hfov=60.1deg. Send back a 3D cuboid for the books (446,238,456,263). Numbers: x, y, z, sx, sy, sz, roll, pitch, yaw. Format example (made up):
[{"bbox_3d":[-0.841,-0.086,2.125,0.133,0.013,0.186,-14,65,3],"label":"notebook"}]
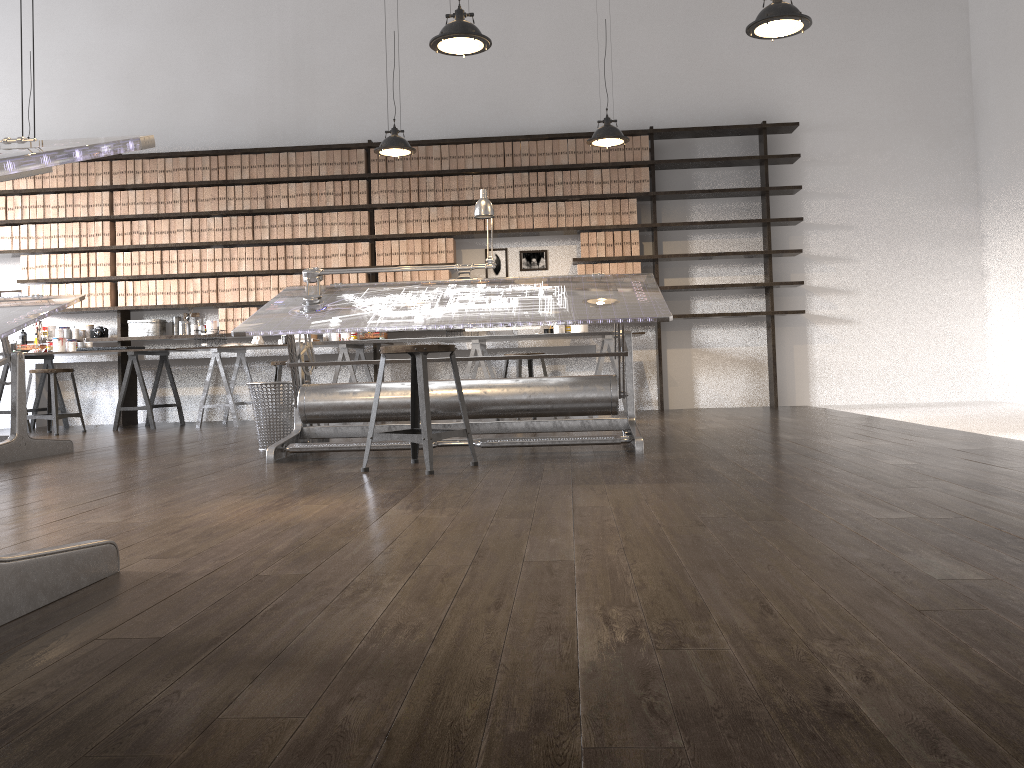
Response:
[{"bbox_3d":[-0.539,-1.167,7.843,0.067,0.226,0.174,-2,-1,4],"label":"books"}]

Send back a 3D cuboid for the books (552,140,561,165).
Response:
[{"bbox_3d":[0.395,-2.021,7.810,0.067,0.226,0.174,-2,-1,4],"label":"books"}]

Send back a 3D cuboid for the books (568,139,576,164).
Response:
[{"bbox_3d":[0.530,-2.025,7.798,0.067,0.226,0.174,-2,-1,4],"label":"books"}]

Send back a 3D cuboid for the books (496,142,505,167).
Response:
[{"bbox_3d":[-0.100,-2.005,7.842,0.067,0.226,0.174,-2,-1,4],"label":"books"}]

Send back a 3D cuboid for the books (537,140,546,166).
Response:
[{"bbox_3d":[0.261,-2.017,7.819,0.067,0.226,0.174,-2,-1,4],"label":"books"}]

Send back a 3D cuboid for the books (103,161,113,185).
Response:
[{"bbox_3d":[-3.644,-1.897,8.053,0.067,0.226,0.174,-2,-1,4],"label":"books"}]

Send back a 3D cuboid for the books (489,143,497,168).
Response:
[{"bbox_3d":[-0.166,-2.003,7.844,0.067,0.226,0.174,-2,-1,4],"label":"books"}]

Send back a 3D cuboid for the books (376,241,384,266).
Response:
[{"bbox_3d":[-1.160,-1.148,7.881,0.067,0.226,0.174,-2,-1,4],"label":"books"}]

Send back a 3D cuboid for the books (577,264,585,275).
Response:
[{"bbox_3d":[0.608,-0.927,7.758,0.067,0.226,0.174,-2,-1,4],"label":"books"}]

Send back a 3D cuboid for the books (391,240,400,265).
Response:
[{"bbox_3d":[-1.020,-1.153,7.867,0.067,0.226,0.174,-2,-1,4],"label":"books"}]

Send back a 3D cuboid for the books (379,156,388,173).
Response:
[{"bbox_3d":[-1.139,-1.974,7.900,0.067,0.226,0.174,-2,-1,4],"label":"books"}]

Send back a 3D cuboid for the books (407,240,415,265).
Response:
[{"bbox_3d":[-0.885,-1.157,7.862,0.067,0.226,0.174,-2,-1,4],"label":"books"}]

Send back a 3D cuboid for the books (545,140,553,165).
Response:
[{"bbox_3d":[0.328,-2.018,7.809,0.067,0.226,0.174,-2,-1,4],"label":"books"}]

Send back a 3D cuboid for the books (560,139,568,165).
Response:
[{"bbox_3d":[0.457,-2.022,7.805,0.067,0.226,0.174,-2,-1,4],"label":"books"}]

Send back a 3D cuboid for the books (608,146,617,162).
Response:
[{"bbox_3d":[0.883,-2.035,7.775,0.067,0.226,0.174,-2,-1,4],"label":"books"}]

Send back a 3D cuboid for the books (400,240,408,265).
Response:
[{"bbox_3d":[-0.948,-1.155,7.865,0.067,0.226,0.174,-2,-1,4],"label":"books"}]

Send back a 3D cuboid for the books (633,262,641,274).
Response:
[{"bbox_3d":[1.089,-0.942,7.733,0.067,0.226,0.174,-2,-1,4],"label":"books"}]

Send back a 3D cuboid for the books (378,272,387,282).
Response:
[{"bbox_3d":[-1.134,-0.874,7.871,0.067,0.226,0.174,-2,-1,4],"label":"books"}]

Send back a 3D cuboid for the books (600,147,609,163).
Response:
[{"bbox_3d":[0.811,-2.033,7.779,0.067,0.226,0.174,-2,-1,4],"label":"books"}]

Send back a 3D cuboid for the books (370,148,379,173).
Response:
[{"bbox_3d":[-1.212,-1.971,7.910,0.067,0.226,0.174,-2,-1,4],"label":"books"}]

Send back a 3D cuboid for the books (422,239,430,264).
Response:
[{"bbox_3d":[-0.751,-1.161,7.855,0.067,0.226,0.174,-2,-1,4],"label":"books"}]

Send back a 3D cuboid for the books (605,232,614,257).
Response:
[{"bbox_3d":[0.849,-1.210,7.758,0.067,0.226,0.174,-2,-1,4],"label":"books"}]

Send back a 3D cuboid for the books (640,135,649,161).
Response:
[{"bbox_3d":[1.160,-2.044,7.761,0.067,0.226,0.174,-2,-1,4],"label":"books"}]

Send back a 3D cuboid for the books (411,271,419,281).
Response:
[{"bbox_3d":[-0.844,-0.883,7.852,0.067,0.226,0.174,-2,-1,4],"label":"books"}]

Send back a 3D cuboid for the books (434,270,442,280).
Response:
[{"bbox_3d":[-0.639,-0.889,7.838,0.067,0.226,0.174,-2,-1,4],"label":"books"}]

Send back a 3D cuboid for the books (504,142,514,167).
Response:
[{"bbox_3d":[-0.027,-2.008,7.832,0.067,0.226,0.174,-2,-1,4],"label":"books"}]

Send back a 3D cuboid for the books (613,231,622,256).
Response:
[{"bbox_3d":[0.924,-1.212,7.748,0.067,0.226,0.174,-2,-1,4],"label":"books"}]

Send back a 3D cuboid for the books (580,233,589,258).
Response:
[{"bbox_3d":[0.637,-1.203,7.770,0.067,0.226,0.174,-2,-1,4],"label":"books"}]

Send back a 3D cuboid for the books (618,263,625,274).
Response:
[{"bbox_3d":[0.956,-0.938,7.736,0.067,0.226,0.174,-2,-1,4],"label":"books"}]

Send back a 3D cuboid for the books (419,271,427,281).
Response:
[{"bbox_3d":[-0.773,-0.885,7.848,0.067,0.226,0.174,-2,-1,4],"label":"books"}]

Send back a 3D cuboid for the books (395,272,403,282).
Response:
[{"bbox_3d":[-0.985,-0.878,7.862,0.067,0.226,0.174,-2,-1,4],"label":"books"}]

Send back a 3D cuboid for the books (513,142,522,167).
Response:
[{"bbox_3d":[0.049,-2.010,7.833,0.067,0.226,0.174,-2,-1,4],"label":"books"}]

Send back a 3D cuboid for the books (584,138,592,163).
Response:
[{"bbox_3d":[0.670,-2.029,7.795,0.067,0.226,0.174,-2,-1,4],"label":"books"}]

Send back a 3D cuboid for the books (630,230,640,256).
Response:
[{"bbox_3d":[1.074,-1.217,7.742,0.067,0.226,0.174,-2,-1,4],"label":"books"}]

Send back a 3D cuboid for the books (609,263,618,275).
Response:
[{"bbox_3d":[0.890,-0.936,7.740,0.067,0.226,0.174,-2,-1,4],"label":"books"}]

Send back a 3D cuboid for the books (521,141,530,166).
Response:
[{"bbox_3d":[0.119,-2.012,7.824,0.067,0.226,0.174,-2,-1,4],"label":"books"}]

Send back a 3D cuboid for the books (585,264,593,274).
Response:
[{"bbox_3d":[0.678,-0.929,7.758,0.067,0.226,0.174,-2,-1,4],"label":"books"}]

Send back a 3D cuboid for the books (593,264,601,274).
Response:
[{"bbox_3d":[0.748,-0.931,7.756,0.067,0.226,0.174,-2,-1,4],"label":"books"}]

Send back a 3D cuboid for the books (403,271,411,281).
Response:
[{"bbox_3d":[-0.914,-0.880,7.852,0.067,0.226,0.174,-2,-1,4],"label":"books"}]

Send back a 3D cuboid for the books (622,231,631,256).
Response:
[{"bbox_3d":[0.998,-1.215,7.749,0.067,0.226,0.174,-2,-1,4],"label":"books"}]

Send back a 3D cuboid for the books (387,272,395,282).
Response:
[{"bbox_3d":[-1.060,-0.876,7.861,0.067,0.226,0.174,-2,-1,4],"label":"books"}]

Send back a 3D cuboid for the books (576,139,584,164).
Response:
[{"bbox_3d":[0.600,-2.027,7.798,0.067,0.226,0.174,-2,-1,4],"label":"books"}]

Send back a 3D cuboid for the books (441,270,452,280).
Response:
[{"bbox_3d":[-0.576,-0.891,7.833,0.067,0.226,0.174,-2,-1,4],"label":"books"}]

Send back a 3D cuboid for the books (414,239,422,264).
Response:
[{"bbox_3d":[-0.819,-1.159,7.854,0.067,0.226,0.174,-2,-1,4],"label":"books"}]

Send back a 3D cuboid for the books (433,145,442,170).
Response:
[{"bbox_3d":[-0.655,-1.988,7.873,0.067,0.226,0.174,-2,-1,4],"label":"books"}]

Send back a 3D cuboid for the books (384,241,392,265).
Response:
[{"bbox_3d":[-1.090,-1.150,7.875,0.067,0.226,0.174,-2,-1,4],"label":"books"}]

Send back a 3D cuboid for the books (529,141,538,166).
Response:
[{"bbox_3d":[0.190,-2.014,7.824,0.067,0.226,0.174,-2,-1,4],"label":"books"}]

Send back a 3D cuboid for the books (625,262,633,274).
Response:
[{"bbox_3d":[1.019,-0.940,7.736,0.067,0.226,0.174,-2,-1,4],"label":"books"}]

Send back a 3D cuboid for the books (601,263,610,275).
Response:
[{"bbox_3d":[0.817,-0.934,7.748,0.067,0.226,0.174,-2,-1,4],"label":"books"}]

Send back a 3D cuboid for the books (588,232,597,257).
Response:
[{"bbox_3d":[0.708,-1.206,7.766,0.067,0.226,0.174,-2,-1,4],"label":"books"}]

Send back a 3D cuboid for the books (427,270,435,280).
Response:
[{"bbox_3d":[-0.706,-0.887,7.838,0.067,0.226,0.174,-2,-1,4],"label":"books"}]

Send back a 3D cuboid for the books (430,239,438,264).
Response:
[{"bbox_3d":[-0.680,-1.163,7.851,0.067,0.226,0.174,-2,-1,4],"label":"books"}]

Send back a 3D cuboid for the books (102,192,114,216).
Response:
[{"bbox_3d":[-3.642,-1.619,8.045,0.067,0.226,0.174,-2,-1,4],"label":"books"}]

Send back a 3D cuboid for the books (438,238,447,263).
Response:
[{"bbox_3d":[-0.610,-1.165,7.843,0.067,0.226,0.174,-2,-1,4],"label":"books"}]

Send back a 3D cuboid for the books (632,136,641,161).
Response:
[{"bbox_3d":[1.091,-2.042,7.770,0.067,0.226,0.174,-2,-1,4],"label":"books"}]

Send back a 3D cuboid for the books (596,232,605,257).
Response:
[{"bbox_3d":[0.778,-1.208,7.757,0.067,0.226,0.174,-2,-1,4],"label":"books"}]
